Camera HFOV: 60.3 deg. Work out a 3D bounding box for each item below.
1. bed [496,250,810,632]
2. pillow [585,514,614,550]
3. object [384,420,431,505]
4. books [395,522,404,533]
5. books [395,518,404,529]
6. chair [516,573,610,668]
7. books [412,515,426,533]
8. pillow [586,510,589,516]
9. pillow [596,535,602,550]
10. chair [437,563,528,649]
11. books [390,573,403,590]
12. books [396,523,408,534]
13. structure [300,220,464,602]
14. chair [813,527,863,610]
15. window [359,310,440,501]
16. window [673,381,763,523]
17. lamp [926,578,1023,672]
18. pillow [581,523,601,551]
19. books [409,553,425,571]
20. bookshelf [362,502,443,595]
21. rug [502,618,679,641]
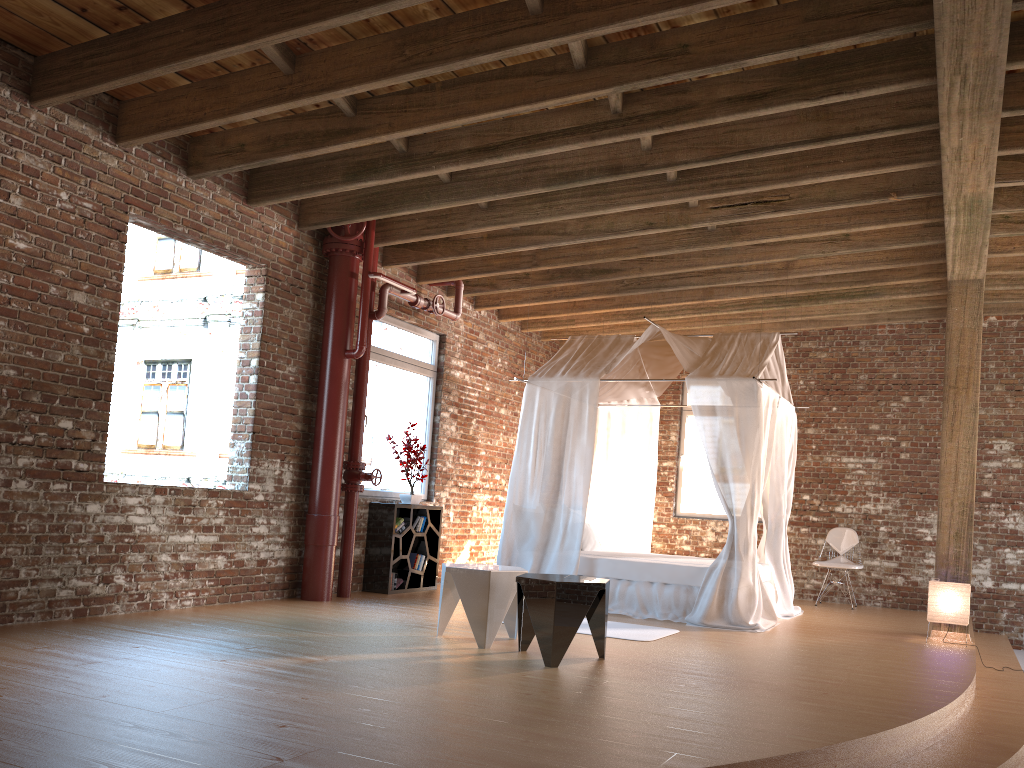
[{"bbox_3d":[1.465,0.268,8.750,2.642,3.864,2.534,2,-5,26],"label":"bed"},{"bbox_3d":[0.893,1.616,9.571,0.290,0.430,0.639,1,-7,28],"label":"pillow"},{"bbox_3d":[-1.018,0.763,8.662,0.394,0.836,0.420,2,-4,22],"label":"object"},{"bbox_3d":[-1.122,1.361,8.393,0.132,0.108,0.156,1,-7,26],"label":"books"},{"bbox_3d":[-1.125,1.324,8.383,0.132,0.108,0.156,1,-7,26],"label":"books"},{"bbox_3d":[0.297,1.417,5.327,0.628,0.488,0.529,6,-6,-20],"label":"chair"},{"bbox_3d":[-0.967,1.379,8.694,0.132,0.165,0.247,1,-7,27],"label":"books"},{"bbox_3d":[0.722,1.571,9.655,0.206,0.496,0.641,2,-6,27],"label":"pillow"},{"bbox_3d":[0.819,1.603,9.117,0.161,0.232,0.293,2,-6,25],"label":"pillow"},{"bbox_3d":[-0.199,1.453,5.824,0.541,0.488,0.614,5,-6,-10],"label":"chair"},{"bbox_3d":[-1.142,1.875,8.398,0.132,0.159,0.253,1,-7,27],"label":"books"},{"bbox_3d":[-1.096,1.382,8.444,0.132,0.113,0.159,1,-7,26],"label":"books"},{"bbox_3d":[-1.139,0.214,8.141,0.571,3.448,2.027,2,-5,27],"label":"structure"},{"bbox_3d":[3.735,2.087,10.087,0.532,0.893,0.582,2,-5,26],"label":"chair"},{"bbox_3d":[-1.161,0.258,8.898,0.166,1.840,1.365,2,-5,27],"label":"window"},{"bbox_3d":[2.736,0.830,11.210,1.302,1.840,0.174,2,-4,25],"label":"window"},{"bbox_3d":[4.117,2.037,7.190,1.376,0.777,0.363,2,-4,18],"label":"lamp"},{"bbox_3d":[0.741,1.542,8.885,0.211,0.289,0.393,0,-7,36],"label":"pillow"},{"bbox_3d":[-0.970,1.761,8.722,0.132,0.180,0.206,1,-6,27],"label":"books"},{"bbox_3d":[-1.061,1.607,8.681,0.290,0.841,0.869,2,-6,27],"label":"bookshelf"},{"bbox_3d":[0.524,1.886,6.920,1.419,0.007,0.874,0,-9,27],"label":"rug"}]
